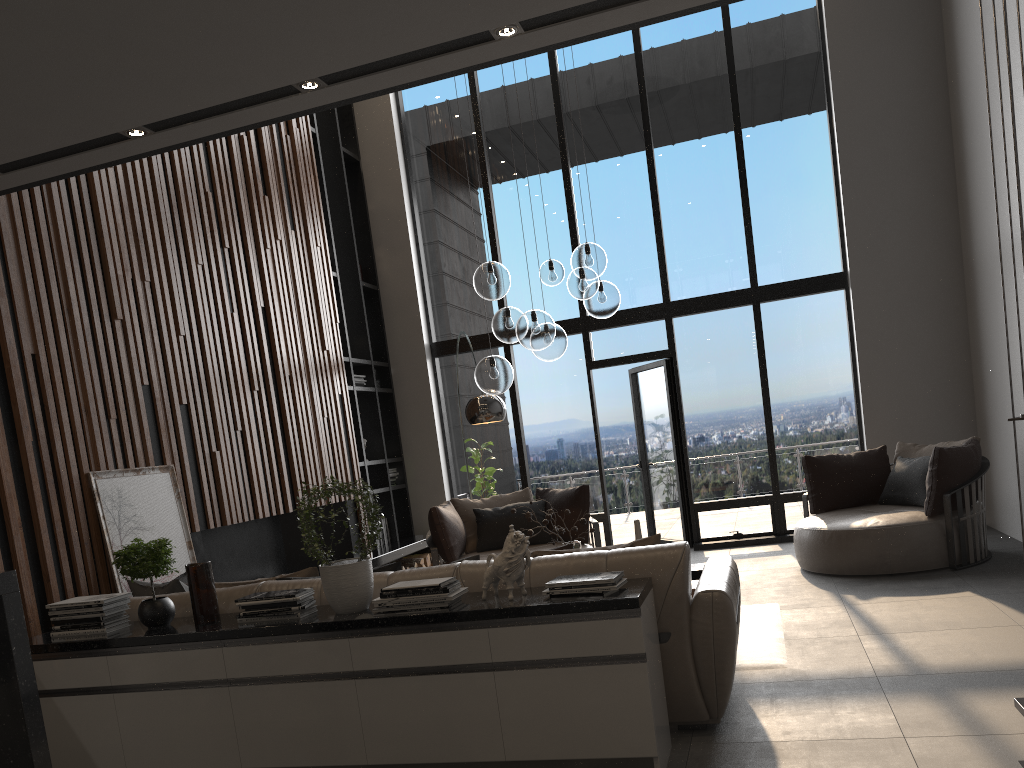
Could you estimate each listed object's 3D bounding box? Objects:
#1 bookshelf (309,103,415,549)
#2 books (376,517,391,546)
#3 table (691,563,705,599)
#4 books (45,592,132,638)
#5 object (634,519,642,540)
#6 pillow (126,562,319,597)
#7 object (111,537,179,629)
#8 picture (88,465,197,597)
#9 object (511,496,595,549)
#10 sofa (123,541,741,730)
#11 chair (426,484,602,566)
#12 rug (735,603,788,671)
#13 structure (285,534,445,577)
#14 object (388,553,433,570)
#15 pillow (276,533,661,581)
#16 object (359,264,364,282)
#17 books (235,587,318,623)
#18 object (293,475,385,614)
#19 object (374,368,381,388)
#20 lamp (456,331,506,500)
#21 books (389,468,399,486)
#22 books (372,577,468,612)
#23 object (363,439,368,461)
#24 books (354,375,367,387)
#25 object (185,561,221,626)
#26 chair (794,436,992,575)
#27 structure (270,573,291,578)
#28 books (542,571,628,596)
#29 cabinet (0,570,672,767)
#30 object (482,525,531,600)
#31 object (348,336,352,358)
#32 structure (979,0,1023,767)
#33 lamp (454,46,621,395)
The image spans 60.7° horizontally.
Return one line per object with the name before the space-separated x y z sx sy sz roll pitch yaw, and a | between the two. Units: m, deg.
bookshelf | -1.777 -0.978 8.781 0.340 5.370 1.434 -6 5 15
books | -1.418 1.534 9.077 0.175 0.290 0.329 -7 0 16
table | 0.488 1.456 5.592 1.460 0.358 0.890 -9 -3 16
books | -1.934 1.062 4.030 0.334 0.152 0.198 -8 -1 17
object | 0.698 1.030 5.325 0.318 0.402 0.315 -6 2 35
pillow | -1.503 1.243 4.675 0.751 0.552 1.396 -7 -3 -44
object | -1.605 0.877 3.871 0.269 0.412 0.310 -9 2 -24
picture | -2.142 0.991 5.218 0.102 1.008 0.720 -6 2 15
object | 0.243 1.010 5.599 0.539 0.609 0.316 -8 3 -13
sofa | -0.415 1.281 4.768 3.261 0.826 1.860 -9 -3 16
chair | 0.004 1.384 7.498 1.494 0.907 1.426 -9 -2 42
rug | 0.507 1.620 5.477 2.310 0.020 1.595 -9 -4 16
structure | -1.929 1.797 6.575 0.670 0.461 6.477 -8 -4 15
object | -1.435 1.875 7.669 0.438 0.392 4.003 -8 -4 17
pillow | -0.208 1.029 4.185 1.951 0.504 0.537 -9 0 15
object | -1.639 -1.143 9.307 0.102 0.232 0.100 -7 4 0
books | -0.994 0.939 3.705 0.327 0.100 0.203 -9 -2 16
object | -0.697 0.655 3.601 0.384 0.582 0.214 -8 4 -3
object | -1.473 -0.052 9.332 0.059 0.235 0.186 -6 2 18
lamp | -0.263 0.707 7.645 0.319 2.355 2.026 -8 1 -8
books | -1.387 1.012 9.415 0.219 0.192 0.370 -8 -2 16
books | -0.370 0.847 3.519 0.350 0.101 0.192 -9 -2 16
object | -1.551 0.679 8.935 0.136 0.247 0.137 -9 3 -34
books | -1.636 -0.011 8.883 0.220 0.129 0.320 -8 -3 15
object | -1.345 0.909 3.809 0.109 0.270 0.107 -6 4 21
chair | 2.970 0.946 6.908 1.456 0.907 1.463 -9 -2 32
structure | -1.904 1.596 6.989 0.301 0.104 0.705 -8 -4 15
books | 0.281 0.765 3.347 0.296 0.055 0.182 -9 -4 20
cabinet | -2.129 0.005 0.943 3.639 3.268 6.147 -8 -2 16
object | -0.027 0.699 3.430 0.209 0.293 0.133 -6 4 35
object | -1.688 -0.354 8.847 0.104 0.262 0.103 -8 4 -4
structure | 1.414 -1.816 0.832 1.184 6.110 3.548 -6 3 15
lamp | -0.057 -2.460 5.252 1.236 5.048 1.211 -6 5 13
